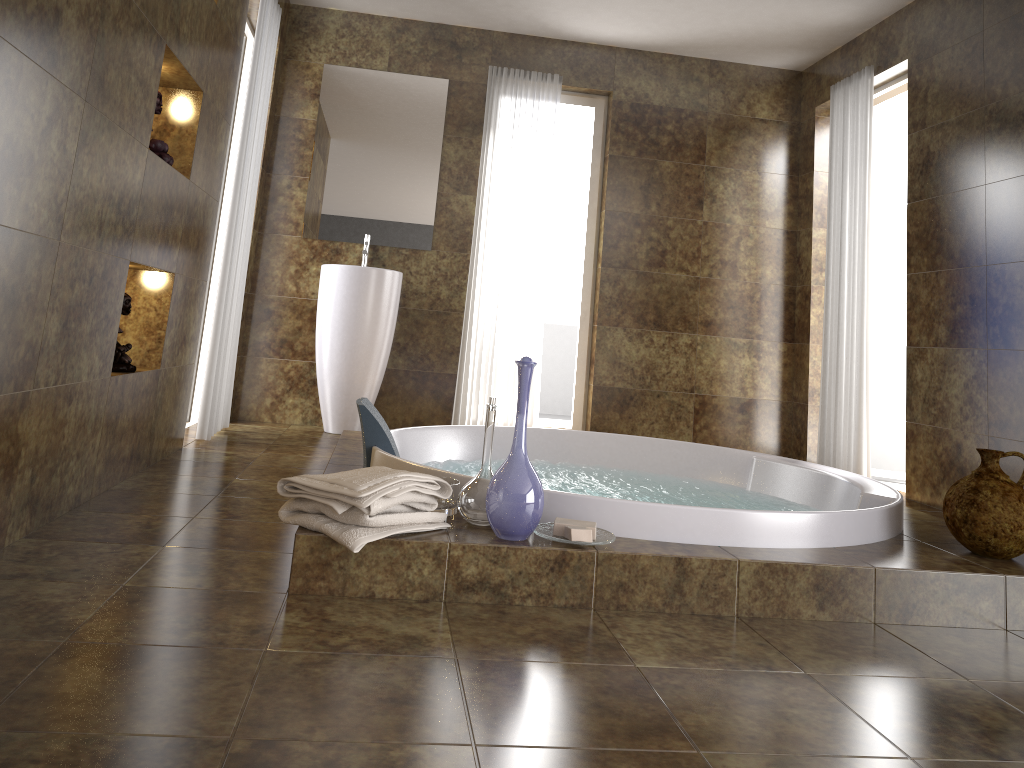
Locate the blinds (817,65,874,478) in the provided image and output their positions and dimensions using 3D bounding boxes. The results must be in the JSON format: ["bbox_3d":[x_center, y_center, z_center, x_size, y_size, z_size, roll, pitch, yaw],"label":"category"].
[{"bbox_3d":[1.862,-0.647,4.826,0.069,2.329,0.470,6,-9,-9],"label":"blinds"}]

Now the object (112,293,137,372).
[{"bbox_3d":[-1.331,-0.183,2.919,0.152,0.280,0.148,6,-7,-7],"label":"object"}]

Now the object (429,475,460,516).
[{"bbox_3d":[-0.221,0.286,2.235,0.168,0.077,0.169,5,1,-26],"label":"object"}]

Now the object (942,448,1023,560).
[{"bbox_3d":[1.280,0.315,2.311,0.226,0.281,0.228,9,-6,-36],"label":"object"}]

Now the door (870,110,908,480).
[{"bbox_3d":[2.439,-0.557,5.075,0.963,2.278,0.038,1,-11,25],"label":"door"}]

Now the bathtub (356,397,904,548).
[{"bbox_3d":[0.376,0.398,2.951,1.758,0.534,1.714,6,2,23],"label":"bathtub"}]

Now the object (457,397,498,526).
[{"bbox_3d":[-0.062,0.187,2.154,0.130,0.315,0.126,5,-8,0],"label":"object"}]

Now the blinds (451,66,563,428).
[{"bbox_3d":[-0.005,-0.838,5.239,0.518,2.317,0.065,6,-10,-7],"label":"blinds"}]

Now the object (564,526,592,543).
[{"bbox_3d":[0.152,0.341,1.969,0.053,0.035,0.072,5,0,-8],"label":"object"}]

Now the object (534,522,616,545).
[{"bbox_3d":[0.146,0.357,2.024,0.188,0.019,0.188,4,3,-19],"label":"object"}]

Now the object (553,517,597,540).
[{"bbox_3d":[0.149,0.341,2.038,0.101,0.033,0.060,5,0,8],"label":"object"}]

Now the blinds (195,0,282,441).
[{"bbox_3d":[-1.331,-0.905,4.326,0.067,2.329,0.584,6,-9,-9],"label":"blinds"}]

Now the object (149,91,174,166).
[{"bbox_3d":[-1.280,-0.918,3.070,0.174,0.291,0.109,6,-8,-7],"label":"object"}]

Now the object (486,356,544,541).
[{"bbox_3d":[0.017,0.144,2.037,0.136,0.430,0.131,5,-9,0],"label":"object"}]

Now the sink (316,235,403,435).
[{"bbox_3d":[-0.878,-0.303,4.841,0.458,1.162,0.425,6,-8,-5],"label":"sink"}]

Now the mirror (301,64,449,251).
[{"bbox_3d":[-0.819,-1.381,5.247,0.766,1.117,0.008,6,-10,-7],"label":"mirror"}]

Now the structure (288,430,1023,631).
[{"bbox_3d":[0.376,0.407,2.951,1.998,0.127,1.979,5,3,-8],"label":"structure"}]

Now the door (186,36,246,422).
[{"bbox_3d":[-2.099,-0.940,4.694,0.953,2.278,0.039,7,-10,-17],"label":"door"}]

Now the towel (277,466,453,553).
[{"bbox_3d":[-0.344,0.270,2.015,0.340,0.153,0.315,5,0,37],"label":"towel"}]
